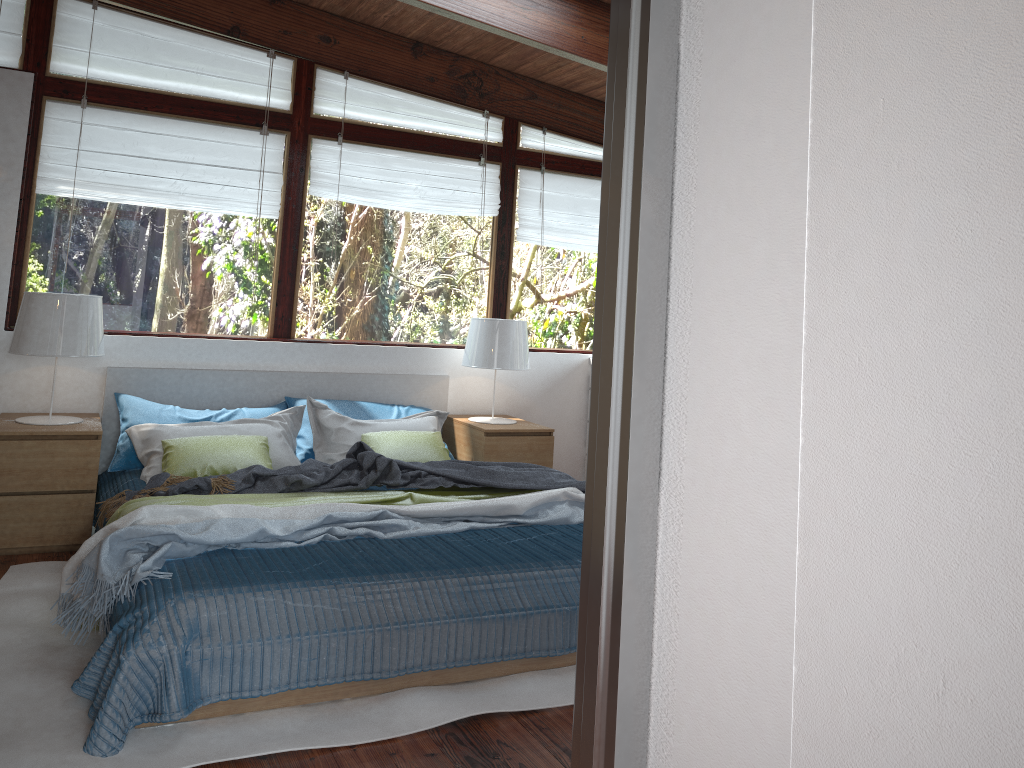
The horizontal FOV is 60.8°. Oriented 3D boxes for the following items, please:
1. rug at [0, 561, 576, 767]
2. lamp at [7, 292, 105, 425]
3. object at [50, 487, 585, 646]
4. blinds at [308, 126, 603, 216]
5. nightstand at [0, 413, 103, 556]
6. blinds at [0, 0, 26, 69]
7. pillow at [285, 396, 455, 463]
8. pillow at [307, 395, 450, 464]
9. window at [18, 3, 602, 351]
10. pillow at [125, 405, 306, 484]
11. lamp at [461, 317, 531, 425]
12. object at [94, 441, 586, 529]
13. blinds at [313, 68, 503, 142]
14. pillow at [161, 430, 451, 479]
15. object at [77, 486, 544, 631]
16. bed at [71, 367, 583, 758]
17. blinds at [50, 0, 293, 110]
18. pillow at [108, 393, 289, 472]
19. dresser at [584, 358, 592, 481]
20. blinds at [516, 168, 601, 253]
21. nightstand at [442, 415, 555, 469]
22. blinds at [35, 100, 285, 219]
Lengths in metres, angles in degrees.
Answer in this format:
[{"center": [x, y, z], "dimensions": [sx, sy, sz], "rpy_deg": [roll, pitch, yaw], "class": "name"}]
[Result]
[{"center": [-0.428, 0.850, 3.262], "dimensions": [2.697, 0.049, 1.805], "rpy_deg": [1, 5, -27], "class": "rug"}, {"center": [-2.120, -0.126, 4.064], "dimensions": [0.403, 0.597, 0.405], "rpy_deg": [5, -3, -29], "class": "lamp"}, {"center": [-0.460, 0.627, 3.182], "dimensions": [2.142, 0.380, 0.537], "rpy_deg": [1, 2, -31], "class": "object"}, {"center": [-0.018, -1.370, 5.645], "dimensions": [2.548, 0.665, 0.053], "rpy_deg": [2, -4, -26], "class": "blinds"}, {"center": [-2.145, 0.447, 3.992], "dimensions": [0.425, 0.548, 0.609], "rpy_deg": [4, 0, -27], "class": "nightstand"}, {"center": [-2.945, -1.893, 4.237], "dimensions": [1.025, 0.571, 0.031], "rpy_deg": [2, -4, -26], "class": "blinds"}, {"center": [-0.775, 0.253, 4.799], "dimensions": [0.915, 0.322, 0.366], "rpy_deg": [2, 1, -29], "class": "pillow"}, {"center": [-0.633, 0.275, 4.512], "dimensions": [0.847, 0.396, 0.360], "rpy_deg": [2, 0, -32], "class": "pillow"}, {"center": [0.672, -0.782, 1.431], "dimensions": [5.240, 1.951, 8.320], "rpy_deg": [2, 5, -27], "class": "window"}, {"center": [-1.367, 0.298, 4.159], "dimensions": [0.867, 0.363, 0.473], "rpy_deg": [2, 2, -31], "class": "pillow"}, {"center": [-0.094, -0.083, 5.067], "dimensions": [0.402, 0.597, 0.405], "rpy_deg": [5, -3, -35], "class": "lamp"}, {"center": [-0.637, 0.471, 3.746], "dimensions": [2.117, 0.411, 0.628], "rpy_deg": [2, 2, -17], "class": "object"}, {"center": [-0.603, -1.711, 5.389], "dimensions": [1.235, 0.280, 0.031], "rpy_deg": [1, -4, -26], "class": "blinds"}, {"center": [-0.931, 0.342, 4.156], "dimensions": [1.371, 0.222, 0.311], "rpy_deg": [1, 2, -27], "class": "pillow"}, {"center": [-0.596, 0.647, 3.514], "dimensions": [2.093, 0.453, 0.491], "rpy_deg": [1, 1, -30], "class": "object"}, {"center": [-0.635, 0.448, 3.723], "dimensions": [2.128, 0.776, 2.581], "rpy_deg": [2, 4, -26], "class": "bed"}, {"center": [-1.818, -1.803, 4.791], "dimensions": [1.235, 0.429, 0.031], "rpy_deg": [2, -4, -26], "class": "blinds"}, {"center": [-1.545, 0.231, 4.418], "dimensions": [0.907, 0.333, 0.347], "rpy_deg": [2, 1, -29], "class": "pillow"}, {"center": [1.426, 0.436, 4.427], "dimensions": [0.612, 0.887, 3.123], "rpy_deg": [5, 3, -27], "class": "dresser"}, {"center": [0.568, -1.142, 5.921], "dimensions": [1.171, 0.514, 0.053], "rpy_deg": [2, -4, -26], "class": "blinds"}, {"center": [-0.104, 0.490, 5.004], "dimensions": [0.425, 0.548, 0.609], "rpy_deg": [4, 0, -27], "class": "nightstand"}, {"center": [-1.853, -1.198, 4.721], "dimensions": [1.228, 0.502, 0.054], "rpy_deg": [2, -4, -26], "class": "blinds"}]
